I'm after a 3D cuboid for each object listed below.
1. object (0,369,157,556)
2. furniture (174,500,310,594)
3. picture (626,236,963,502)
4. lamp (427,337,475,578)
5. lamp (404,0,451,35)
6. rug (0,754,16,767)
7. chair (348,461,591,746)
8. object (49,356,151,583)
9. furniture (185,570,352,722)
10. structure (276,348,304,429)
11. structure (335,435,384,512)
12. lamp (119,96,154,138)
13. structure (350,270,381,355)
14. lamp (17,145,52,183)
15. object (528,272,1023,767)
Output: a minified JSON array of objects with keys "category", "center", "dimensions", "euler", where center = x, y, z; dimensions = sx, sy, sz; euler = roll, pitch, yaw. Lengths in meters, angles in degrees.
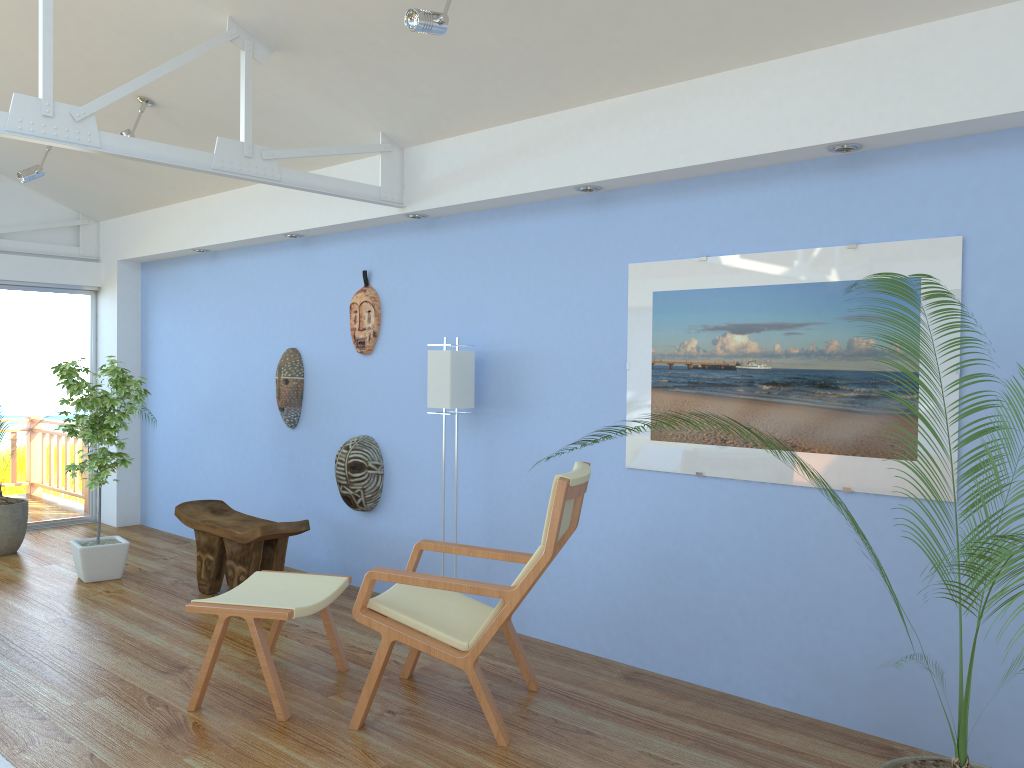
[{"category":"object","center":[-3.526,0.356,6.261],"dimensions":[1.563,1.695,1.706],"euler":[1,1,34]},{"category":"furniture","center":[-1.613,0.994,5.228],"dimensions":[1.100,0.507,0.329],"euler":[2,2,43]},{"category":"picture","center":[1.052,-0.067,3.600],"dimensions":[1.419,0.937,0.005],"euler":[2,2,43]},{"category":"lamp","center":[-0.326,0.515,4.663],"dimensions":[0.200,1.520,0.200],"euler":[2,2,43]},{"category":"lamp","center":[-0.277,-1.439,3.312],"dimensions":[0.257,0.296,0.119],"euler":[0,1,-30]},{"category":"rug","center":[-2.783,1.284,2.576],"dimensions":[1.400,0.018,2.100],"euler":[2,2,43]},{"category":"chair","center":[-0.124,0.810,3.539],"dimensions":[0.859,0.982,0.632],"euler":[1,1,13]},{"category":"object","center":[-2.582,0.525,5.573],"dimensions":[0.495,1.409,0.699],"euler":[1,1,-4]},{"category":"furniture","center":[-1.005,1.072,3.741],"dimensions":[0.449,0.427,0.619],"euler":[1,1,13]},{"category":"structure","center":[-1.502,0.029,5.883],"dimensions":[0.254,0.541,0.115],"euler":[2,2,43]},{"category":"structure","center":[-0.957,0.546,5.339],"dimensions":[0.359,0.466,0.185],"euler":[2,2,43]},{"category":"lamp","center":[-2.164,-1.471,5.093],"dimensions":[0.195,0.351,0.127],"euler":[0,1,-30]},{"category":"structure","center":[-0.901,-0.432,5.361],"dimensions":[0.264,0.508,0.063],"euler":[2,2,43]},{"category":"lamp","center":[-3.217,-1.515,6.023],"dimensions":[0.254,0.327,0.118],"euler":[0,1,-30]},{"category":"object","center":[1.019,0.497,2.035],"dimensions":[1.563,1.695,1.706],"euler":[0,1,-26]}]
